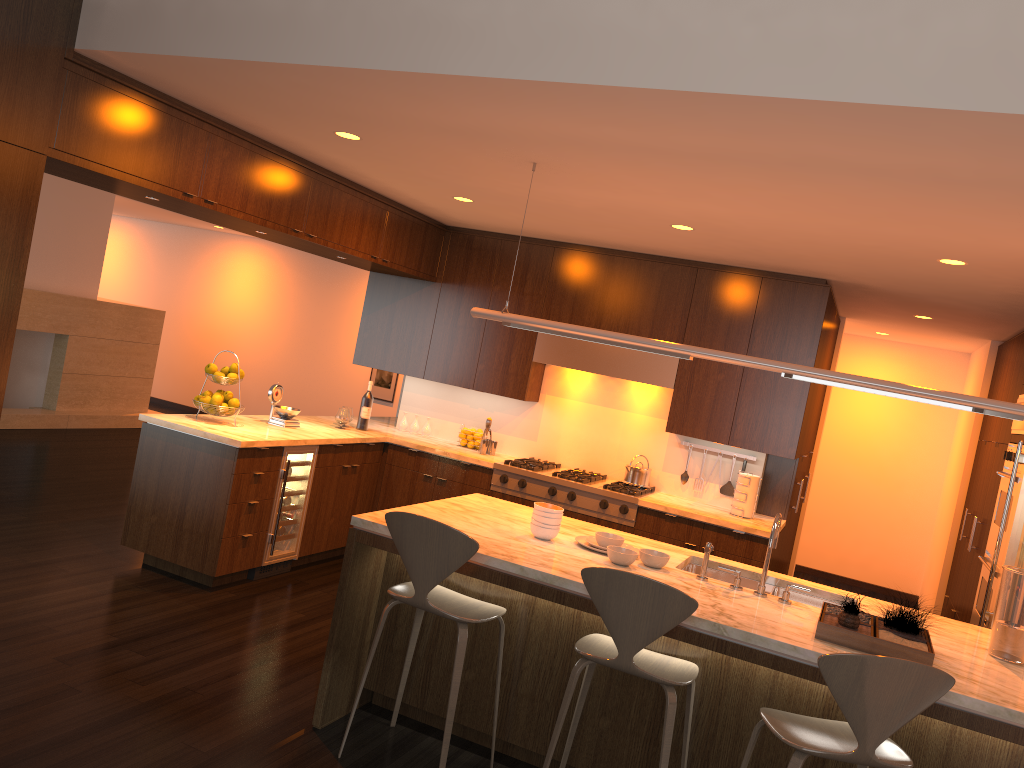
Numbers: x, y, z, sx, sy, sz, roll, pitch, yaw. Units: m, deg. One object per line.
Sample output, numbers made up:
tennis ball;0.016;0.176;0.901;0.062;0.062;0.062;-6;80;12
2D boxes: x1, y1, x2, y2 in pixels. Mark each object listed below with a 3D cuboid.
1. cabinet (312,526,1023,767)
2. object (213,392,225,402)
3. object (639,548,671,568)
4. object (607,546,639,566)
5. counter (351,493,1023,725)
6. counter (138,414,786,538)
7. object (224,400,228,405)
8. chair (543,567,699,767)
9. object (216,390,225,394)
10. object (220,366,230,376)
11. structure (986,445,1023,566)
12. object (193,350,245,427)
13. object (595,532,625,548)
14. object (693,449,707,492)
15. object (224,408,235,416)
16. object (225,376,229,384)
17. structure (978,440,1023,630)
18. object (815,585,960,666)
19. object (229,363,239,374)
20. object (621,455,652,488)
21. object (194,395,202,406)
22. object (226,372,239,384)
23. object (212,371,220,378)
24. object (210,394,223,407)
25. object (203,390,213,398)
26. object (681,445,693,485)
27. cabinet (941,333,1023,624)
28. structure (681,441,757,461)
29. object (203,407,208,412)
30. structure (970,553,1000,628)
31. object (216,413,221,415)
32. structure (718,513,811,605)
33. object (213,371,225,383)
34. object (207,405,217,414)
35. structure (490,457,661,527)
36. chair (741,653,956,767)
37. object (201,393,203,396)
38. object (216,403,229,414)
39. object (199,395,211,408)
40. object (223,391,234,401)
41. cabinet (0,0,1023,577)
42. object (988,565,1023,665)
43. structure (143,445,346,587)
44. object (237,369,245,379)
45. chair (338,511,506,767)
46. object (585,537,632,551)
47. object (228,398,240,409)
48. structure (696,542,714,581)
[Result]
cabinet;0.710;1.301;3.801;2.713;0.876;1.281;12;2;22
object;-1.847;0.089;5.580;0.077;0.075;0.077;11;2;-4
object;0.616;0.765;3.862;0.138;0.059;0.139;9;3;-42
object;0.467;0.738;3.784;0.138;0.059;0.139;9;3;-42
counter;0.798;0.853;3.786;2.711;0.038;1.280;12;2;22
counter;-0.022;0.608;6.166;3.616;0.038;3.187;12;2;22
object;-1.812;0.106;5.673;0.070;0.072;0.071;11;2;-14
chair;0.421;1.176;3.287;0.520;1.047;0.506;12;2;22
object;-1.852;0.062;5.643;0.063;0.059;0.061;10;2;-35
object;-1.824;-0.083;5.649;0.061;0.063;0.062;9;3;-44
structure;3.258;1.068;5.358;0.687;1.294;0.743;12;2;22
object;-1.842;0.015;5.640;0.324;0.461;0.324;10;2;-19
object;0.441;0.718;4.033;0.138;0.059;0.139;9;3;-42
object;1.364;0.620;6.378;0.066;0.314;0.004;12;2;22
object;-1.801;0.166;5.640;0.078;0.075;0.078;11;2;0
object;-1.811;-0.038;5.684;0.071;0.072;0.071;10;2;-37
structure;2.907;1.067;4.570;0.687;2.129;0.915;12;2;22
object;1.421;0.855;3.301;0.497;0.231;0.503;12;2;22
object;-1.761;-0.099;5.631;0.068;0.072;0.071;10;2;-22
object;0.920;0.621;6.440;0.221;0.218;0.221;11;2;7
object;-1.971;0.105;5.595;0.068;0.069;0.065;11;2;-1
object;-1.771;-0.036;5.618;0.077;0.077;0.078;13;3;39
object;-1.881;-0.051;5.661;0.070;0.068;0.062;10;2;-18
object;-1.834;0.104;5.513;0.068;0.077;0.079;11;2;-2
object;-1.918;0.076;5.603;0.067;0.071;0.069;10;2;-32
object;1.269;0.584;6.415;0.061;0.296;0.020;12;2;21
cabinet;3.389;0.917;5.564;0.690;2.540;3.924;12;2;22
structure;1.474;0.478;6.347;0.541;0.031;0.048;12;2;25
object;-1.936;0.150;5.627;0.056;0.053;0.057;10;2;-18
structure;2.907;1.357;5.486;0.064;0.544;0.710;12;2;22
object;-1.872;0.168;5.656;0.062;0.062;0.062;10;2;-24
structure;1.100;0.721;3.713;0.321;0.341;0.310;10;2;-30
object;-1.849;-0.041;5.597;0.078;0.072;0.077;11;2;-12
object;-1.886;0.156;5.587;0.063;0.069;0.070;11;2;-16
structure;0.503;0.668;6.455;1.067;0.422;0.824;12;2;22
chair;1.029;1.310;2.870;0.520;1.047;0.506;11;2;-3
object;-1.977;0.084;5.707;0.054;0.058;0.057;13;3;43
object;-1.816;0.154;5.561;0.078;0.076;0.078;11;2;9
object;-1.913;0.109;5.537;0.077;0.077;0.077;12;2;33
object;-1.790;0.074;5.595;0.062;0.063;0.060;12;2;29
cabinet;0.532;0.153;4.694;5.521;2.997;7.728;12;2;22
object;1.946;0.893;3.428;0.159;0.349;0.159;11;2;-4
structure;-0.082;1.067;6.239;3.400;0.862;3.060;12;2;22
object;-1.749;-0.062;5.681;0.070;0.074;0.071;13;3;43
chair;-0.314;1.023;3.544;0.520;1.047;0.506;12;2;27
object;0.437;0.739;4.033;0.217;0.025;0.216;13;3;39
object;-1.751;0.124;5.591;0.078;0.074;0.077;13;2;37
structure;0.826;0.757;3.785;0.050;0.161;0.067;12;2;22
